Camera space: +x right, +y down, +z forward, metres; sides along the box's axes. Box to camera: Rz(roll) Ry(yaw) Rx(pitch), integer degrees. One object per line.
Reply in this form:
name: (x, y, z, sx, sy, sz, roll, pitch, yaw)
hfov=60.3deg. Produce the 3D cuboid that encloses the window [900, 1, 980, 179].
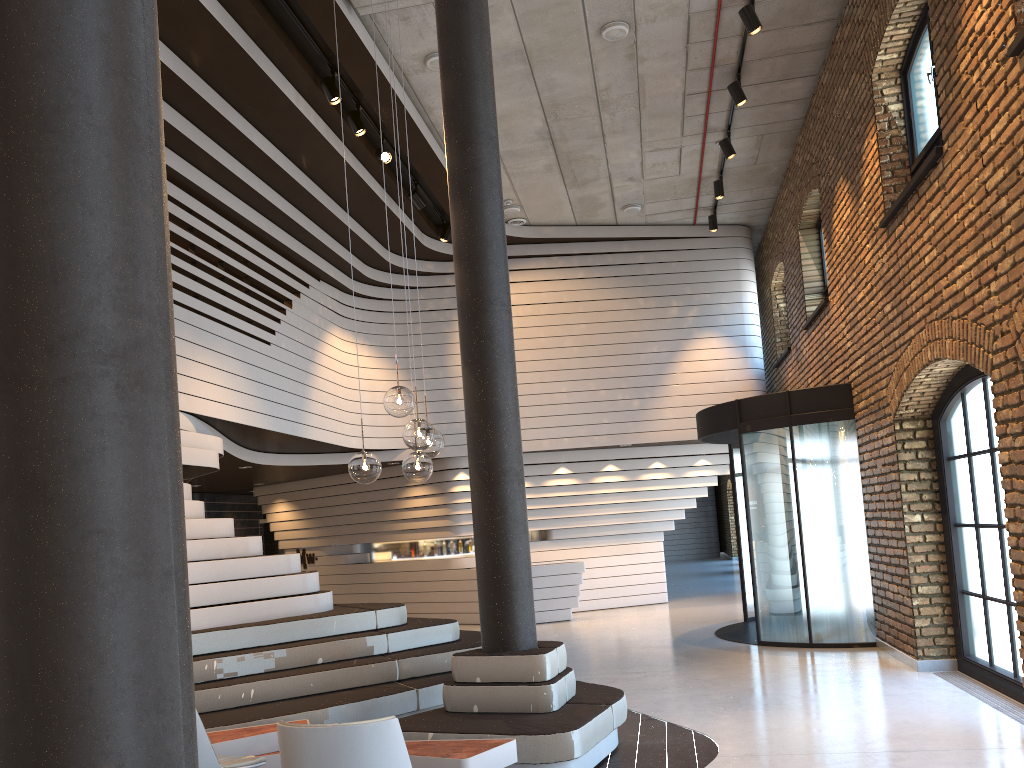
window: (3.279, -2.223, 6.749, 0.126, 1.439, 1.581, -5, -7, 9)

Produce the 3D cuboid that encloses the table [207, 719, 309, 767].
table: (-1.695, 2.360, 5.460, 0.901, 0.368, 0.420, -2, -7, -17)

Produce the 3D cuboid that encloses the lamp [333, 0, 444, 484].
lamp: (-1.214, -0.818, 10.321, 9.063, 4.575, 42.224, -6, -9, 9)

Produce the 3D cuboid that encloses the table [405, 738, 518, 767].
table: (-0.444, 2.144, 4.718, 0.910, 0.368, 0.416, -6, -7, 12)

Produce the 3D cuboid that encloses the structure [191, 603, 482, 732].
structure: (-3.363, 1.445, 0.820, 5.784, 0.920, 18.369, -5, -9, 5)

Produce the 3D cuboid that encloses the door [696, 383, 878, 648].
door: (4.010, 1.627, 10.813, 3.222, 2.830, 3.265, -6, -7, 16)

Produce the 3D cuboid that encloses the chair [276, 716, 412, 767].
chair: (-0.697, 1.843, 3.978, 0.659, 0.760, 0.715, -5, -6, 10)

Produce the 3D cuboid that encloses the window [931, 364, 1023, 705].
window: (3.629, 1.056, 6.543, 0.130, 2.515, 2.370, -5, -6, 9)

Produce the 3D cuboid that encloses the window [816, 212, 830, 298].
window: (3.976, -1.602, 10.848, 0.126, 1.439, 1.581, -5, -7, 9)

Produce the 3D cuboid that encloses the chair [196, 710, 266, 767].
chair: (-1.689, 2.021, 4.608, 0.663, 0.760, 0.710, -7, -7, 25)

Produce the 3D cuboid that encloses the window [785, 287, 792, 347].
window: (4.476, -1.157, 13.786, 0.126, 1.439, 1.581, -5, -7, 9)

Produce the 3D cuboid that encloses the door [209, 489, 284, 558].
door: (-5.174, 3.448, 17.587, 1.781, 2.682, 0.079, -6, -4, 15)

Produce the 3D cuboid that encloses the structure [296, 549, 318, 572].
structure: (-3.982, 3.375, 16.788, 0.811, 0.466, 0.017, -10, -6, 35)

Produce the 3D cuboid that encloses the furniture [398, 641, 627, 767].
furniture: (0.143, 2.084, 5.689, 1.763, 0.716, 1.294, 4, -11, -44)
